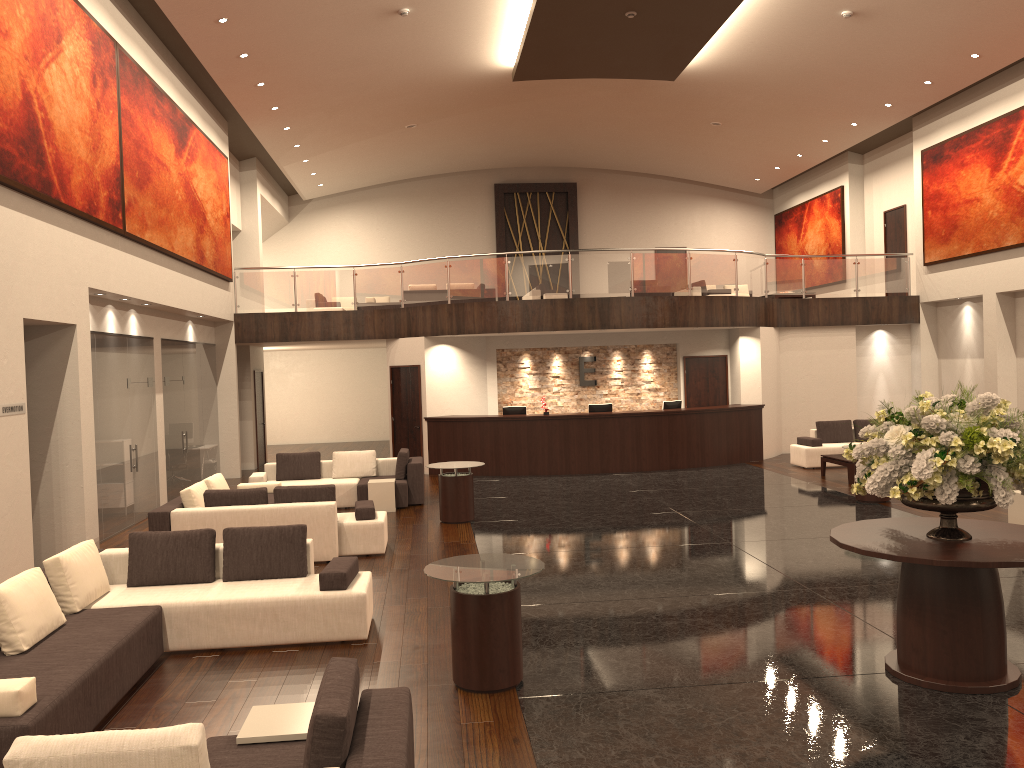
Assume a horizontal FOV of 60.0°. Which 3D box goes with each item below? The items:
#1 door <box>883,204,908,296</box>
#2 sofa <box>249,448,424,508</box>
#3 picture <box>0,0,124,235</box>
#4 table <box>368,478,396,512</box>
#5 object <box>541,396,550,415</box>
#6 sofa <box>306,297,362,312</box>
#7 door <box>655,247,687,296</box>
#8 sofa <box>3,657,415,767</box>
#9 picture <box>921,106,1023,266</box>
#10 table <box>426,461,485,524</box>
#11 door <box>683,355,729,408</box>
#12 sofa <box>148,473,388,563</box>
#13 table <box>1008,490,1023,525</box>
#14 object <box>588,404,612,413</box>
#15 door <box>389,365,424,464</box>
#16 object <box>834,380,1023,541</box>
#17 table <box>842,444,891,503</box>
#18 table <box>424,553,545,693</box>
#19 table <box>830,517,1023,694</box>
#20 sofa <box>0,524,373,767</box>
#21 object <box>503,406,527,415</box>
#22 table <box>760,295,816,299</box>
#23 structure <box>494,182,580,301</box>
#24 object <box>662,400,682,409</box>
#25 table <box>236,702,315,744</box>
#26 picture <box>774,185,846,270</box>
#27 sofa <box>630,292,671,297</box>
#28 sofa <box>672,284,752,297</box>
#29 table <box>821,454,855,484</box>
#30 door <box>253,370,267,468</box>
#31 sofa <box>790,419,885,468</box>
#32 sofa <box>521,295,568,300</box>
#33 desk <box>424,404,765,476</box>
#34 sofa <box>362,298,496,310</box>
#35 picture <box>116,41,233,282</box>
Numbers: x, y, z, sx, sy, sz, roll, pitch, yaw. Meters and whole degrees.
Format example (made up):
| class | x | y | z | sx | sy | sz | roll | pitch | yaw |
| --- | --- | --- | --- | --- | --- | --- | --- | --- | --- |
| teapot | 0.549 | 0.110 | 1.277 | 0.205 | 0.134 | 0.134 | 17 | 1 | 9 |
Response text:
| class | x | y | z | sx | sy | sz | roll | pitch | yaw |
| --- | --- | --- | --- | --- | --- | --- | --- | --- | --- |
| door | 9.294 | -3.137 | 21.450 | 0.104 | 2.232 | 0.990 | -2 | 1 | -5 |
| sofa | -2.843 | 1.528 | 14.210 | 2.846 | 0.862 | 1.291 | -2 | 1 | -5 |
| picture | -4.936 | -3.169 | 9.334 | 0.070 | 2.526 | 4.515 | -2 | 1 | -5 |
| table | -1.994 | 1.715 | 13.634 | 0.400 | 0.460 | 0.400 | -2 | 1 | -5 |
| object | 0.657 | 0.412 | 17.465 | 0.163 | 0.390 | 0.165 | -2 | 1 | 2 |
| sofa | -3.928 | -2.094 | 24.719 | 3.366 | 0.862 | 2.586 | -2 | 1 | -5 |
| door | 4.970 | -3.133 | 27.575 | 0.990 | 2.232 | 0.104 | -2 | 1 | -5 |
| sofa | -1.840 | 1.730 | 3.681 | 2.846 | 0.862 | 1.291 | -2 | 1 | -5 |
| picture | 9.332 | -3.788 | 16.218 | 0.070 | 2.526 | 6.485 | -2 | 1 | -5 |
| table | -0.782 | 1.532 | 12.473 | 0.833 | 0.795 | 0.844 | -1 | 2 | 34 |
| door | 4.281 | 0.490 | 19.508 | 0.990 | 2.232 | 0.104 | -2 | 1 | -5 |
| sofa | -2.901 | 1.588 | 11.584 | 2.586 | 0.862 | 3.366 | -2 | 1 | -5 |
| table | 6.217 | 1.517 | 10.547 | 0.400 | 0.460 | 0.400 | -2 | 1 | -5 |
| object | 1.783 | 0.646 | 17.840 | 0.483 | 0.485 | 0.189 | -2 | 1 | -5 |
| door | -2.178 | 0.727 | 18.409 | 0.990 | 2.232 | 0.104 | -1 | 2 | 45 |
| object | 2.902 | 0.485 | 5.980 | 1.402 | 1.097 | 1.453 | -1 | 2 | 41 |
| table | 5.303 | 1.321 | 13.048 | 0.833 | 0.795 | 0.844 | -1 | 2 | 34 |
| table | -0.177 | 1.654 | 6.110 | 0.833 | 0.795 | 0.844 | -3 | 2 | -44 |
| table | 2.961 | 1.491 | 6.003 | 1.498 | 0.921 | 1.498 | -2 | 1 | -14 |
| sofa | -2.377 | 1.690 | 6.260 | 2.586 | 0.862 | 3.366 | -2 | 1 | -5 |
| object | 0.056 | 0.700 | 17.948 | 0.483 | 0.485 | 0.189 | -2 | 1 | 10 |
| table | 7.339 | -2.197 | 23.663 | 1.100 | 0.380 | 1.100 | -2 | 1 | -5 |
| structure | 0.780 | -3.989 | 27.070 | 2.524 | 4.236 | 0.187 | -2 | 1 | -5 |
| object | 3.288 | 0.590 | 18.161 | 0.483 | 0.485 | 0.189 | -3 | 1 | -30 |
| table | -1.116 | 1.892 | 4.414 | 0.400 | 0.460 | 0.400 | -2 | 1 | -5 |
| picture | 8.457 | -3.964 | 25.411 | 0.070 | 2.526 | 4.515 | -2 | 1 | -5 |
| sofa | 3.368 | -2.325 | 24.404 | 1.291 | 0.862 | 2.846 | -2 | 1 | -5 |
| sofa | 6.438 | -2.431 | 24.669 | 3.366 | 0.862 | 2.586 | -2 | 1 | -5 |
| table | 6.133 | 1.451 | 15.394 | 1.100 | 0.380 | 1.100 | -2 | 1 | -5 |
| door | -5.915 | 0.797 | 20.768 | 0.104 | 2.232 | 0.990 | -2 | 1 | -5 |
| sofa | 6.921 | 1.163 | 16.295 | 2.586 | 0.862 | 3.366 | -2 | 1 | -5 |
| sofa | 1.043 | -2.247 | 24.309 | 1.291 | 0.862 | 2.846 | -2 | 1 | -5 |
| desk | 1.803 | 1.135 | 18.034 | 7.146 | 1.171 | 1.674 | -2 | 1 | -4 |
| sofa | -2.191 | -2.121 | 23.377 | 3.366 | 0.862 | 2.586 | -2 | 1 | -5 |
| picture | -5.458 | -3.275 | 14.820 | 0.070 | 2.526 | 6.485 | -2 | 1 | -5 |
